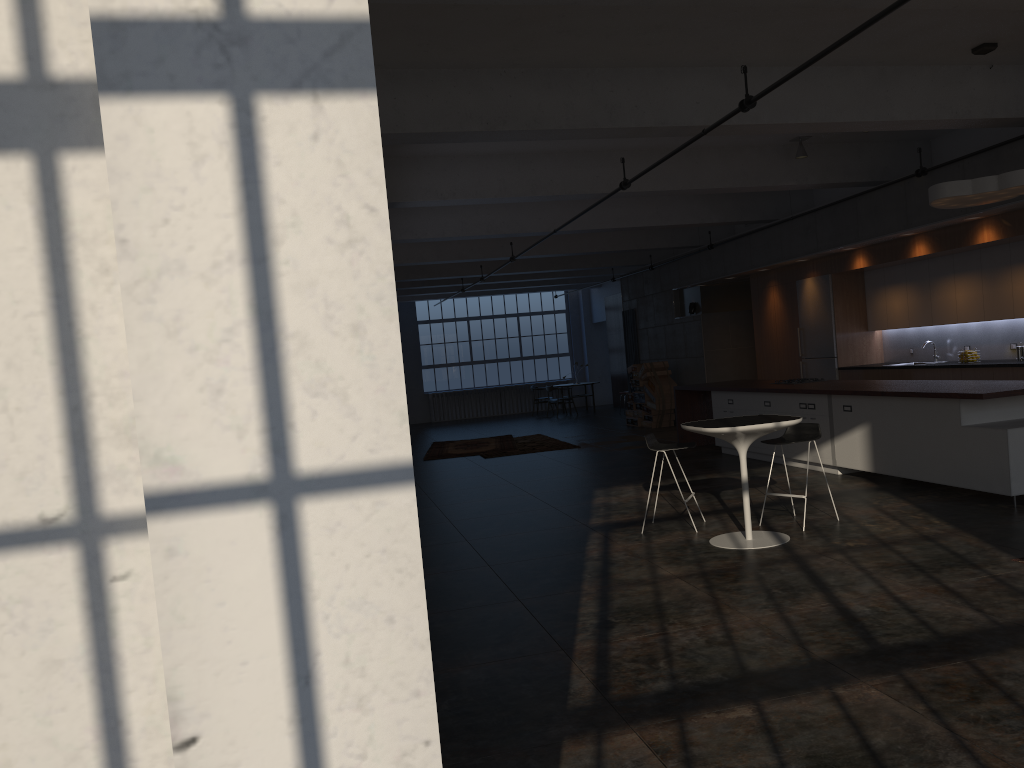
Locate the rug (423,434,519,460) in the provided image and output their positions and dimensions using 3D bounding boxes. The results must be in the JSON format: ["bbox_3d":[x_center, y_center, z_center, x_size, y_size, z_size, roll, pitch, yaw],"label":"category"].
[{"bbox_3d":[-0.778,1.190,17.101,1.881,0.048,3.510,-5,1,-3],"label":"rug"}]

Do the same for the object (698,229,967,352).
[{"bbox_3d":[5.772,-0.404,11.242,0.058,0.060,0.051,-4,2,22],"label":"object"}]

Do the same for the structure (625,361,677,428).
[{"bbox_3d":[2.805,0.206,18.251,0.644,1.316,1.894,-6,2,-12],"label":"structure"}]

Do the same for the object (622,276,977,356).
[{"bbox_3d":[5.824,-0.381,11.143,0.052,0.052,0.062,-4,3,35],"label":"object"}]

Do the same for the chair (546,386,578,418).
[{"bbox_3d":[1.296,0.445,23.563,0.684,0.865,0.715,-6,3,-26],"label":"chair"}]

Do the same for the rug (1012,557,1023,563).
[{"bbox_3d":[4.814,1.000,5.243,2.911,0.029,1.836,-5,2,-13],"label":"rug"}]

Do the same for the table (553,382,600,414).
[{"bbox_3d":[1.834,0.419,24.674,1.286,0.852,1.332,-4,2,31],"label":"table"}]

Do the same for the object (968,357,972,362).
[{"bbox_3d":[5.742,-0.305,11.106,0.051,0.057,0.061,-4,2,24],"label":"object"}]

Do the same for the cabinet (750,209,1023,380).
[{"bbox_3d":[6.297,-0.746,12.068,2.400,2.565,8.025,-6,2,-12],"label":"cabinet"}]

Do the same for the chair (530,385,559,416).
[{"bbox_3d":[0.901,0.446,24.898,0.667,0.865,0.733,-5,2,14],"label":"chair"}]

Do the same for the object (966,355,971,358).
[{"bbox_3d":[5.816,-1.593,16.914,0.062,2.212,11.808,-5,2,2],"label":"object"}]

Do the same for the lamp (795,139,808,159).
[{"bbox_3d":[3.540,-2.884,10.847,0.153,0.216,0.158,-4,3,25],"label":"lamp"}]

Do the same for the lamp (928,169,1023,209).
[{"bbox_3d":[4.337,-1.747,7.942,1.059,0.130,1.025,-4,2,33],"label":"lamp"}]

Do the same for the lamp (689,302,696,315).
[{"bbox_3d":[3.506,-1.454,17.152,0.215,0.259,0.168,-7,3,-32],"label":"lamp"}]

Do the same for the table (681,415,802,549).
[{"bbox_3d":[1.831,0.764,6.966,0.836,0.953,0.820,-6,2,-13],"label":"table"}]

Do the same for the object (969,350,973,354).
[{"bbox_3d":[5.756,-0.397,11.107,0.064,0.051,0.052,-6,2,-21],"label":"object"}]

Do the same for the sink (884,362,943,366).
[{"bbox_3d":[5.478,-0.181,12.046,0.527,0.192,0.722,-6,2,-13],"label":"sink"}]

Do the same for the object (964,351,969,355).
[{"bbox_3d":[5.706,-0.389,11.123,0.057,0.060,0.053,-5,2,10],"label":"object"}]

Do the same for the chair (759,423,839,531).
[{"bbox_3d":[2.381,0.793,7.436,0.514,0.896,0.454,-7,3,-36],"label":"chair"}]

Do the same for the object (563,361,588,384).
[{"bbox_3d":[1.773,-0.320,24.624,0.780,0.625,0.237,-6,3,-11],"label":"object"}]

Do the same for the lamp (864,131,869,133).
[{"bbox_3d":[3.753,-2.808,9.381,0.225,0.287,0.129,-7,3,-29],"label":"lamp"}]

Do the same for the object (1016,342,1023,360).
[{"bbox_3d":[6.077,-0.393,10.556,0.060,0.210,0.143,-6,3,-12],"label":"object"}]

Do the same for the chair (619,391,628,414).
[{"bbox_3d":[3.041,0.255,22.361,0.662,0.989,0.423,-6,3,-13],"label":"chair"}]

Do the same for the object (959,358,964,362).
[{"bbox_3d":[5.421,-1.370,9.730,0.057,2.312,2.926,-5,2,7],"label":"object"}]

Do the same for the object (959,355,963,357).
[{"bbox_3d":[4.900,-1.392,12.083,0.054,2.231,2.365,-7,3,-37],"label":"object"}]

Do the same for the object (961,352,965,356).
[{"bbox_3d":[4.433,-1.407,14.266,0.054,2.171,6.770,-6,2,-20],"label":"object"}]

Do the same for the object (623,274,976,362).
[{"bbox_3d":[5.799,-0.305,11.132,0.072,0.063,0.065,-3,3,42],"label":"object"}]

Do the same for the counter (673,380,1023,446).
[{"bbox_3d":[3.783,0.488,10.657,1.152,0.972,6.589,-6,2,-12],"label":"counter"}]

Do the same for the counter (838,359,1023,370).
[{"bbox_3d":[6.118,-0.290,11.274,1.621,0.039,4.415,-5,1,-12],"label":"counter"}]

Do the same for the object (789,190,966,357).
[{"bbox_3d":[5.733,-0.355,11.154,0.050,0.053,0.064,-4,2,25],"label":"object"}]

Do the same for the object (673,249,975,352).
[{"bbox_3d":[5.824,-0.394,11.201,0.062,0.053,0.052,-4,3,35],"label":"object"}]

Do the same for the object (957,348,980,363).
[{"bbox_3d":[6.043,-0.029,17.688,0.950,1.216,13.151,-5,1,-1],"label":"object"}]

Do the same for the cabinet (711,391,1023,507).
[{"bbox_3d":[3.901,0.522,10.064,0.930,0.931,5.592,-6,2,-12],"label":"cabinet"}]

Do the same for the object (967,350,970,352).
[{"bbox_3d":[4.150,-1.436,15.727,0.059,2.167,9.772,-6,2,-18],"label":"object"}]

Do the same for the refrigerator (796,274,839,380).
[{"bbox_3d":[4.787,-0.553,13.714,0.222,2.193,0.945,-6,3,-15],"label":"refrigerator"}]

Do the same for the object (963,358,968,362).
[{"bbox_3d":[5.713,-0.297,11.154,0.062,0.053,0.052,-6,2,-26],"label":"object"}]

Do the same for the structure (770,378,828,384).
[{"bbox_3d":[3.752,-0.026,11.588,0.516,0.072,0.633,-5,2,-13],"label":"structure"}]

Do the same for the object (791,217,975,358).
[{"bbox_3d":[5.777,-0.354,11.121,0.052,0.053,0.062,-5,2,-6],"label":"object"}]
